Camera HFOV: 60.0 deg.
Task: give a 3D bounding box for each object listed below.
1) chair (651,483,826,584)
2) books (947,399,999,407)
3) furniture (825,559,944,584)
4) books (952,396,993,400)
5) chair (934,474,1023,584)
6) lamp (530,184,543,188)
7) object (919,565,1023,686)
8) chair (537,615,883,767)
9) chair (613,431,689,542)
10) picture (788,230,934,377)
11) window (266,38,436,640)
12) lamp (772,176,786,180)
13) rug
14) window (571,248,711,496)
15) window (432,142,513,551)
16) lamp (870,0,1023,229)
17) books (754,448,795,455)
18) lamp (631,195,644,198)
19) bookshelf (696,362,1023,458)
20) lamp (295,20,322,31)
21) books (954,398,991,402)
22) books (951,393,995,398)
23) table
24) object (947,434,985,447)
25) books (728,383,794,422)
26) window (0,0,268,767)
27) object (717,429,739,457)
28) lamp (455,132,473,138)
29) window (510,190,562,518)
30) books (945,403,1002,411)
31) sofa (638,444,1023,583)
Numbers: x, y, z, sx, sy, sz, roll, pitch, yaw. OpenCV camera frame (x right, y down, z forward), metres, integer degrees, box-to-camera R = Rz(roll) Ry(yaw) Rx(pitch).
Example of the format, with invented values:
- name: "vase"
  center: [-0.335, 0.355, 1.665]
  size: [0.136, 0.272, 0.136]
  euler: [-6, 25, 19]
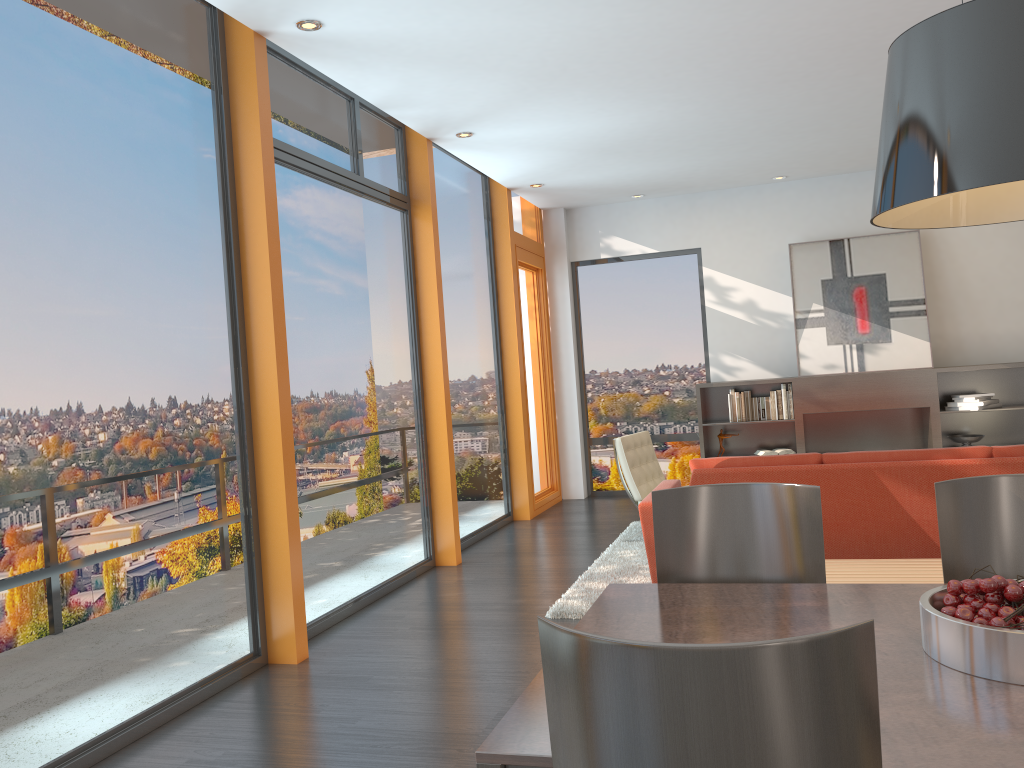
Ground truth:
- name: "chair"
  center: [0.622, 0.789, 2.389]
  size: [0.548, 0.968, 0.614]
  euler: [-4, 0, 17]
- name: "books"
  center: [4.215, 0.173, 8.106]
  size: [0.398, 0.038, 0.314]
  euler: [-4, 0, -43]
- name: "furniture"
  center: [1.882, 1.000, 3.906]
  size: [2.005, 0.357, 0.492]
  euler: [-4, 0, 17]
- name: "books"
  center: [4.211, 0.124, 8.106]
  size: [0.300, 0.020, 0.210]
  euler: [-4, 0, -33]
- name: "chair"
  center: [1.351, 0.738, 2.163]
  size: [0.548, 0.968, 0.614]
  euler: [-4, 0, 17]
- name: "lamp"
  center: [0.229, -1.870, 8.365]
  size: [0.129, 0.010, 0.129]
  euler: [-4, 0, -28]
- name: "object"
  center: [1.044, 0.455, 1.760]
  size: [0.427, 0.154, 0.427]
  euler: [-4, 0, -29]
- name: "chair"
  center: [0.348, 0.812, 1.429]
  size: [0.548, 0.968, 0.614]
  euler: [-4, 0, 17]
- name: "chair"
  center: [1.229, 0.791, 6.975]
  size: [0.707, 0.817, 0.700]
  euler: [-4, 0, 27]
- name: "picture"
  center: [3.358, -0.774, 8.594]
  size: [1.208, 1.338, 0.269]
  euler: [-4, 0, 17]
- name: "window"
  center: [-1.024, -0.299, 5.558]
  size: [0.070, 3.346, 2.105]
  euler: [-4, 0, 17]
- name: "lamp"
  center: [2.650, -2.042, 8.794]
  size: [0.129, 0.010, 0.129]
  euler: [-4, 0, -28]
- name: "rug"
  center: [2.438, 1.127, 5.770]
  size: [3.771, 0.043, 2.984]
  euler: [-4, 0, 17]
- name: "window"
  center: [1.392, -0.481, 9.547]
  size: [1.409, 3.340, 0.065]
  euler: [-4, 0, 17]
- name: "window"
  center: [-0.408, -0.350, 7.549]
  size: [0.070, 3.346, 1.844]
  euler: [-4, 0, 17]
- name: "lamp"
  center: [0.956, -1.145, 1.756]
  size: [0.567, 1.580, 0.567]
  euler: [-4, 0, -44]
- name: "books"
  center: [2.555, 0.672, 8.630]
  size: [0.336, 0.064, 0.234]
  euler: [-4, 0, -3]
- name: "lamp"
  center: [1.303, -1.949, 9.212]
  size: [0.129, 0.010, 0.129]
  euler: [-4, 0, -28]
- name: "bookshelf"
  center: [3.526, 0.464, 8.407]
  size: [3.387, 1.163, 0.570]
  euler: [-4, 0, 17]
- name: "lamp"
  center: [-1.003, -1.769, 4.379]
  size: [0.129, 0.010, 0.129]
  euler: [-4, 0, -28]
- name: "books"
  center: [4.213, 0.144, 8.106]
  size: [0.300, 0.020, 0.210]
  euler: [-4, 0, -43]
- name: "books"
  center: [4.210, 0.104, 8.106]
  size: [0.300, 0.020, 0.210]
  euler: [-4, 0, 7]
- name: "table"
  center: [1.163, 0.907, 1.715]
  size: [2.151, 0.764, 1.172]
  euler: [-4, 0, 17]
- name: "object"
  center: [4.166, 0.534, 8.125]
  size: [0.309, 0.117, 0.308]
  euler: [-4, 0, -39]
- name: "books"
  center: [2.425, 0.178, 8.642]
  size: [0.592, 0.339, 0.324]
  euler: [-4, 0, 17]
- name: "window"
  center: [-1.798, -0.236, 3.052]
  size: [0.070, 3.346, 2.924]
  euler: [-4, 0, 17]
- name: "object"
  center: [2.106, 0.592, 8.803]
  size: [0.245, 0.290, 0.201]
  euler: [-4, 0, 37]
- name: "lamp"
  center: [-0.350, -1.822, 6.493]
  size: [0.129, 0.010, 0.129]
  euler: [-4, 0, -28]
- name: "window"
  center: [0.158, -0.395, 9.060]
  size: [0.211, 3.346, 1.156]
  euler: [-4, 0, 17]
- name: "books"
  center: [4.217, 0.210, 8.106]
  size: [0.398, 0.038, 0.314]
  euler: [-4, 0, -33]
- name: "sofa"
  center: [2.053, 0.736, 4.736]
  size: [2.596, 0.852, 1.038]
  euler: [-4, 0, 17]
